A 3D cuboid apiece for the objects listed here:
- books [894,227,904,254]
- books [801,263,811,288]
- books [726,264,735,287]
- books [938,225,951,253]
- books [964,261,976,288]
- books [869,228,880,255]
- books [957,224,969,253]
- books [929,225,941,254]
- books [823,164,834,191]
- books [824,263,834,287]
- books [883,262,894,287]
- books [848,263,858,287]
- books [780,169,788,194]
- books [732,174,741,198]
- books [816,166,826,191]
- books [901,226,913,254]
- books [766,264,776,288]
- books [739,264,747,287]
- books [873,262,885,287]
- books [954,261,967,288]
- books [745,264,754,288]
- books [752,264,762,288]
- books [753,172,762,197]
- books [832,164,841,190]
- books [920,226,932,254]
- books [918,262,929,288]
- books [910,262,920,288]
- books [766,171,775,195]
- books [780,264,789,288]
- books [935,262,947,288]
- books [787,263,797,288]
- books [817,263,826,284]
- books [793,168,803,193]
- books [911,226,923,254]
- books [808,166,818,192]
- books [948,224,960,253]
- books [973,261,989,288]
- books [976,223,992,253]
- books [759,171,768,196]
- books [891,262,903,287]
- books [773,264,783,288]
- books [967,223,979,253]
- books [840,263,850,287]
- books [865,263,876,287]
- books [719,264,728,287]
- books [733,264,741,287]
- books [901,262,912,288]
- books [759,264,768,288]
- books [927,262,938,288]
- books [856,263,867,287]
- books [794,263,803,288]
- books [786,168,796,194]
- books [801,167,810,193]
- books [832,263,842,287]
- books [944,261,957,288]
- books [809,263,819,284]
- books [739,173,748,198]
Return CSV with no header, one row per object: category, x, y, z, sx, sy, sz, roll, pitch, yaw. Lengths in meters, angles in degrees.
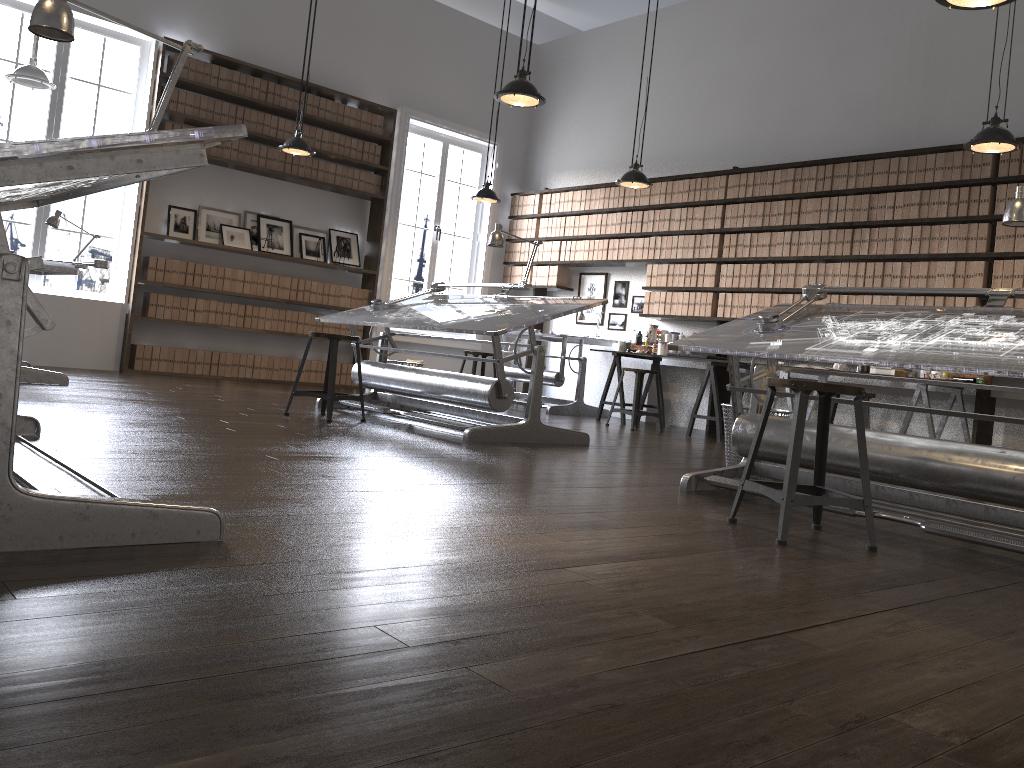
books,3.073,-1.106,6.943,0.174,0.226,0.067,6,-1,-41
books,2.538,-0.901,7.525,0.174,0.226,0.067,6,-1,-41
books,2.043,-0.972,8.100,0.174,0.226,0.067,6,-1,-41
books,3.296,-1.074,6.680,0.174,0.226,0.067,6,-1,-41
books,3.404,-0.779,6.516,0.174,0.226,0.067,6,-1,-41
books,2.941,-1.124,7.099,0.174,0.226,0.067,6,-1,-41
books,3.383,-1.061,6.572,0.174,0.226,0.067,6,-1,-41
books,3.253,-1.080,6.735,0.174,0.226,0.067,6,-1,-41
books,2.705,-1.716,7.452,0.174,0.226,0.067,6,-1,-41
books,2.679,-0.882,7.366,0.174,0.226,0.067,6,-1,-41
books,3.004,-0.835,6.984,0.174,0.226,0.067,6,-1,-41
books,2.812,-0.862,7.199,0.174,0.226,0.067,6,-1,-41
books,2.434,-1.754,7.775,0.174,0.226,0.067,6,-1,-41
books,2.113,-1.800,8.144,0.174,0.226,0.067,6,-1,-41
books,2.661,-1.722,7.512,0.174,0.226,0.067,6,-1,-41
books,3.113,-1.100,6.894,0.174,0.226,0.067,6,-1,-41
books,2.318,-0.933,7.782,0.174,0.226,0.067,6,-1,-41
books,2.134,-0.959,8.000,0.174,0.226,0.067,6,-1,-41
books,2.952,-0.843,7.038,0.174,0.226,0.067,6,-1,-41
books,3.358,-0.785,6.568,0.174,0.226,0.067,6,-1,-41
books,2.178,-0.953,7.952,0.174,0.226,0.067,6,-1,-41
books,2.222,-0.946,7.892,0.174,0.226,0.067,6,-1,-41
books,2.258,-1.780,7.985,0.174,0.226,0.067,6,-1,-41
books,2.757,-1.709,7.399,0.174,0.226,0.067,6,-1,-41
books,3.207,-1.087,6.787,0.174,0.226,0.067,6,-1,-41
books,3.181,-0.810,6.767,0.174,0.226,0.067,6,-1,-41
books,3.142,-0.816,6.822,0.174,0.226,0.067,6,-1,-41
books,2.344,-1.767,7.875,0.174,0.226,0.067,6,-1,-41
books,2.413,-0.919,7.677,0.174,0.226,0.067,6,-1,-41
books,3.268,-0.798,6.671,0.174,0.226,0.067,6,-1,-41
books,2.452,-0.914,7.622,0.174,0.226,0.067,6,-1,-41
books,2.632,-0.888,7.418,0.174,0.226,0.067,6,-1,-41
books,2.522,-1.742,7.673,0.174,0.226,0.067,6,-1,-41
books,3.158,-1.093,6.838,0.174,0.226,0.067,6,-1,-41
books,2.611,-1.729,7.563,0.174,0.226,0.067,6,-1,-41
books,3.340,-1.067,6.622,0.174,0.226,0.067,6,-1,-41
books,3.441,-0.773,6.462,0.174,0.226,0.067,6,-1,-41
books,3.474,-1.049,6.474,0.174,0.226,0.067,6,-1,-41
books,2.301,-1.773,7.931,0.174,0.226,0.067,6,-1,-41
books,3.047,-0.829,6.927,0.174,0.226,0.067,6,-1,-41
books,2.367,-0.926,7.731,0.174,0.226,0.067,6,-1,-41
books,3.427,-1.055,6.527,0.174,0.226,0.067,6,-1,-41
books,2.766,-0.869,7.254,0.174,0.226,0.067,6,-1,-41
books,2.908,-0.849,7.097,0.174,0.226,0.067,6,-1,-41
books,1.998,-0.978,8.158,0.174,0.226,0.067,6,-1,-41
books,2.090,-0.965,8.046,0.174,0.226,0.067,6,-1,-41
books,3.096,-0.822,6.876,0.174,0.226,0.067,6,-1,-41
books,2.275,-0.939,7.839,0.174,0.226,0.067,6,-1,-41
books,3.228,-0.804,6.719,0.174,0.226,0.067,6,-1,-41
books,2.857,-0.856,7.154,0.174,0.226,0.067,6,-1,-41
books,2.499,-0.907,7.574,0.174,0.226,0.067,6,-1,-41
books,2.474,-1.749,7.721,0.174,0.226,0.067,6,-1,-41
books,2.568,-1.735,7.620,0.174,0.226,0.067,6,-1,-41
books,2.721,-0.875,7.311,0.174,0.226,0.067,6,-1,-41
books,3.309,-0.792,6.619,0.174,0.226,0.067,6,-1,-41
books,2.584,-0.895,7.469,0.174,0.226,0.067,6,-1,-41
books,2.160,-1.793,8.089,0.174,0.226,0.067,6,-1,-41
